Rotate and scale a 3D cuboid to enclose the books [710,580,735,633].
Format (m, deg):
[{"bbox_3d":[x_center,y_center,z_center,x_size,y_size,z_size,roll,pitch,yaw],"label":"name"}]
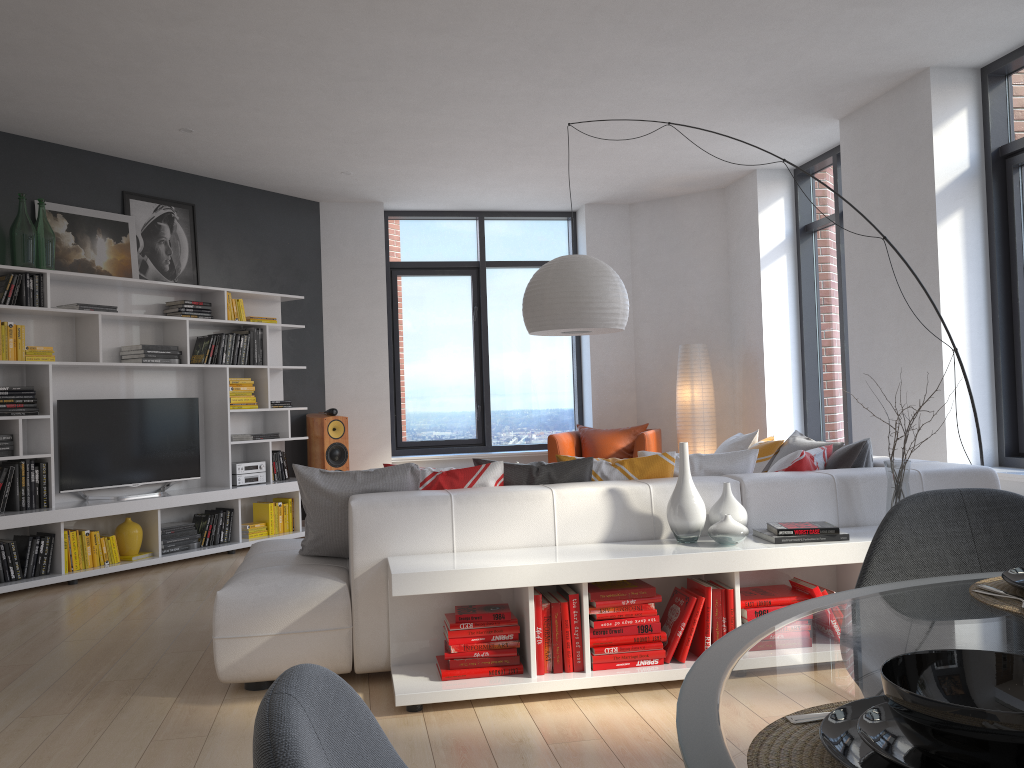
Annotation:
[{"bbox_3d":[0.820,0.912,3.449,0.028,0.269,0.181,-2,-1,-11],"label":"books"}]

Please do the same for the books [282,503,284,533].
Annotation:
[{"bbox_3d":[-1.950,1.103,7.316,0.169,0.239,0.023,-3,-1,35],"label":"books"}]

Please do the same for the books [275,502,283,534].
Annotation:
[{"bbox_3d":[-1.965,1.097,7.291,0.185,0.250,0.035,-3,-1,35],"label":"books"}]

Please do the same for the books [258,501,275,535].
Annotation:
[{"bbox_3d":[-2.007,1.093,7.239,0.199,0.263,0.015,-3,-1,35],"label":"books"}]

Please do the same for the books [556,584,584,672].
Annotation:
[{"bbox_3d":[0.219,0.919,3.370,0.049,0.291,0.214,-2,-1,-10],"label":"books"}]

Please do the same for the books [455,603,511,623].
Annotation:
[{"bbox_3d":[-0.112,0.866,3.353,0.206,0.029,0.152,-2,-1,-4],"label":"books"}]

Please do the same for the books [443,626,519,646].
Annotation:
[{"bbox_3d":[-0.122,0.946,3.372,0.261,0.028,0.191,-2,-1,-10],"label":"books"}]

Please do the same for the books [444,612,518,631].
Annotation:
[{"bbox_3d":[-0.120,0.893,3.361,0.254,0.025,0.178,-2,-1,-11],"label":"books"}]

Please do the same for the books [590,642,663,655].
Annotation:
[{"bbox_3d":[0.417,0.988,3.383,0.266,0.026,0.187,-2,-1,-11],"label":"books"}]

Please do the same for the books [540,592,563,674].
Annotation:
[{"bbox_3d":[0.147,0.938,3.362,0.034,0.259,0.207,-2,-1,-10],"label":"books"}]

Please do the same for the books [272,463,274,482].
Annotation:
[{"bbox_3d":[-2.054,0.674,7.337,0.202,0.268,0.053,-3,-1,34],"label":"books"}]

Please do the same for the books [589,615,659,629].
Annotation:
[{"bbox_3d":[0.406,0.893,3.405,0.261,0.027,0.191,-2,-1,-14],"label":"books"}]

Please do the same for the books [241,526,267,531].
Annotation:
[{"bbox_3d":[-2.080,1.155,7.109,0.134,0.014,0.187,-3,-1,35],"label":"books"}]

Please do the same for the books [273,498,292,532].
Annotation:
[{"bbox_3d":[-1.910,1.088,7.385,0.204,0.270,0.029,-3,-1,35],"label":"books"}]

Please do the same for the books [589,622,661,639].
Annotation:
[{"bbox_3d":[0.406,0.926,3.420,0.279,0.039,0.206,-2,-1,-9],"label":"books"}]

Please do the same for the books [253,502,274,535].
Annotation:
[{"bbox_3d":[-2.022,1.095,7.213,0.198,0.255,0.044,-3,-1,35],"label":"books"}]

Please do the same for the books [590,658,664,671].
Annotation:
[{"bbox_3d":[0.415,1.044,3.395,0.274,0.029,0.200,-2,-1,-10],"label":"books"}]

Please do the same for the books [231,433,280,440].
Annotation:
[{"bbox_3d":[-2.113,0.433,7.302,0.250,0.047,0.310,-3,-1,30],"label":"books"}]

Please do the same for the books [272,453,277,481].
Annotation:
[{"bbox_3d":[-2.032,0.689,7.360,0.189,0.240,0.053,-3,-2,35],"label":"books"}]

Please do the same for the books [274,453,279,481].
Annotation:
[{"bbox_3d":[-2.013,0.690,7.376,0.170,0.236,0.049,-3,-2,35],"label":"books"}]

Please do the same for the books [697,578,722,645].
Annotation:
[{"bbox_3d":[0.759,0.914,3.463,0.038,0.270,0.215,-2,-1,-10],"label":"books"}]

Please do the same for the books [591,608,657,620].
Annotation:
[{"bbox_3d":[0.414,0.867,3.402,0.236,0.023,0.178,-2,-1,-10],"label":"books"}]

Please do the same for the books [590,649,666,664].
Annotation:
[{"bbox_3d":[0.421,1.015,3.379,0.282,0.030,0.188,-2,-1,-9],"label":"books"}]

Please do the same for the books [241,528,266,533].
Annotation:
[{"bbox_3d":[-2.071,1.170,7.095,0.113,0.018,0.169,-3,-2,36],"label":"books"}]

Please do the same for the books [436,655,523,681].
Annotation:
[{"bbox_3d":[-0.126,1.060,3.345,0.301,0.032,0.227,-2,-1,-10],"label":"books"}]

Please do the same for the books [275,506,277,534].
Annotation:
[{"bbox_3d":[-1.978,1.109,7.242,0.156,0.229,0.024,-3,-1,34],"label":"books"}]

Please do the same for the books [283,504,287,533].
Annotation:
[{"bbox_3d":[-1.933,1.105,7.334,0.172,0.234,0.024,-3,-1,35],"label":"books"}]

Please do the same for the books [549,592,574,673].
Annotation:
[{"bbox_3d":[0.187,0.935,3.359,0.042,0.259,0.195,-2,-1,-10],"label":"books"}]

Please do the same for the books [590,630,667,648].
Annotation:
[{"bbox_3d":[0.414,0.961,3.420,0.301,0.032,0.227,-2,-1,-10],"label":"books"}]

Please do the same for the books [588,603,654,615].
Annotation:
[{"bbox_3d":[0.394,0.845,3.408,0.257,0.025,0.182,-2,-1,-10],"label":"books"}]

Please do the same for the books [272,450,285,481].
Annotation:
[{"bbox_3d":[-1.987,0.681,7.421,0.193,0.255,0.066,-3,-1,34],"label":"books"}]

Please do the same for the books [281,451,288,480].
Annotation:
[{"bbox_3d":[-1.963,0.686,7.441,0.177,0.242,0.066,-3,-1,34],"label":"books"}]

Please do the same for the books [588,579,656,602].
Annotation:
[{"bbox_3d":[0.393,0.790,3.410,0.259,0.034,0.206,-2,-1,-13],"label":"books"}]

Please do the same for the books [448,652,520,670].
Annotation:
[{"bbox_3d":[-0.113,1.026,3.356,0.259,0.034,0.206,-2,-1,-7],"label":"books"}]

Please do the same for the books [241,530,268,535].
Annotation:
[{"bbox_3d":[-2.083,1.184,7.110,0.148,0.011,0.196,-3,-2,35],"label":"books"}]

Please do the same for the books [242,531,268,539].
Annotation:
[{"bbox_3d":[-2.080,1.207,7.107,0.147,0.033,0.190,-3,-1,35],"label":"books"}]

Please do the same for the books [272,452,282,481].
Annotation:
[{"bbox_3d":[-1.994,0.686,7.390,0.169,0.242,0.050,-3,-1,34],"label":"books"}]

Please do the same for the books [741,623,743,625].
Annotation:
[{"bbox_3d":[1.019,0.944,3.510,0.236,0.023,0.178,-2,-1,-10],"label":"books"}]

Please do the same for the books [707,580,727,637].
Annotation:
[{"bbox_3d":[0.791,0.916,3.459,0.028,0.266,0.188,-2,-1,-10],"label":"books"}]

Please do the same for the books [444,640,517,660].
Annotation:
[{"bbox_3d":[-0.122,0.997,3.347,0.266,0.026,0.187,-2,-1,-5],"label":"books"}]

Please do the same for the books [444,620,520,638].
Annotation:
[{"bbox_3d":[-0.117,0.918,3.357,0.269,0.028,0.179,-2,-1,-9],"label":"books"}]

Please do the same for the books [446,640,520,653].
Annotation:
[{"bbox_3d":[-0.113,0.971,3.356,0.257,0.025,0.182,-2,-1,-10],"label":"books"}]

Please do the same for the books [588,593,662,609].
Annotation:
[{"bbox_3d":[0.413,0.818,3.405,0.266,0.026,0.187,-2,-1,-16],"label":"books"}]

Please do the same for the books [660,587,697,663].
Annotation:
[{"bbox_3d":[0.621,0.928,3.428,0.144,0.247,0.188,-2,-1,-10],"label":"books"}]

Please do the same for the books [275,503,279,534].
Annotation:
[{"bbox_3d":[-1.982,1.097,7.270,0.180,0.251,0.019,-3,-1,35],"label":"books"}]

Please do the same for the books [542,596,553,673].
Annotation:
[{"bbox_3d":[0.114,0.939,3.355,0.031,0.255,0.181,-2,-1,-10],"label":"books"}]

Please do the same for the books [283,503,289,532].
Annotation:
[{"bbox_3d":[-1.921,1.106,7.358,0.172,0.234,0.024,-3,-1,35],"label":"books"}]

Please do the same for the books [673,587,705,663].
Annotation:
[{"bbox_3d":[0.663,0.927,3.429,0.115,0.245,0.192,-2,-1,-10],"label":"books"}]

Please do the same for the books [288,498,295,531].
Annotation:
[{"bbox_3d":[-1.902,1.088,7.412,0.213,0.270,0.025,-3,-1,35],"label":"books"}]

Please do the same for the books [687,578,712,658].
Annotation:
[{"bbox_3d":[0.724,0.910,3.440,0.046,0.282,0.199,-2,-1,-10],"label":"books"}]

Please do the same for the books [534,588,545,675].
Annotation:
[{"bbox_3d":[0.080,0.923,3.346,0.036,0.294,0.208,-2,-1,-10],"label":"books"}]

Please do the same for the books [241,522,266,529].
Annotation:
[{"bbox_3d":[-2.094,1.135,7.114,0.138,0.026,0.186,-3,-1,35],"label":"books"}]
